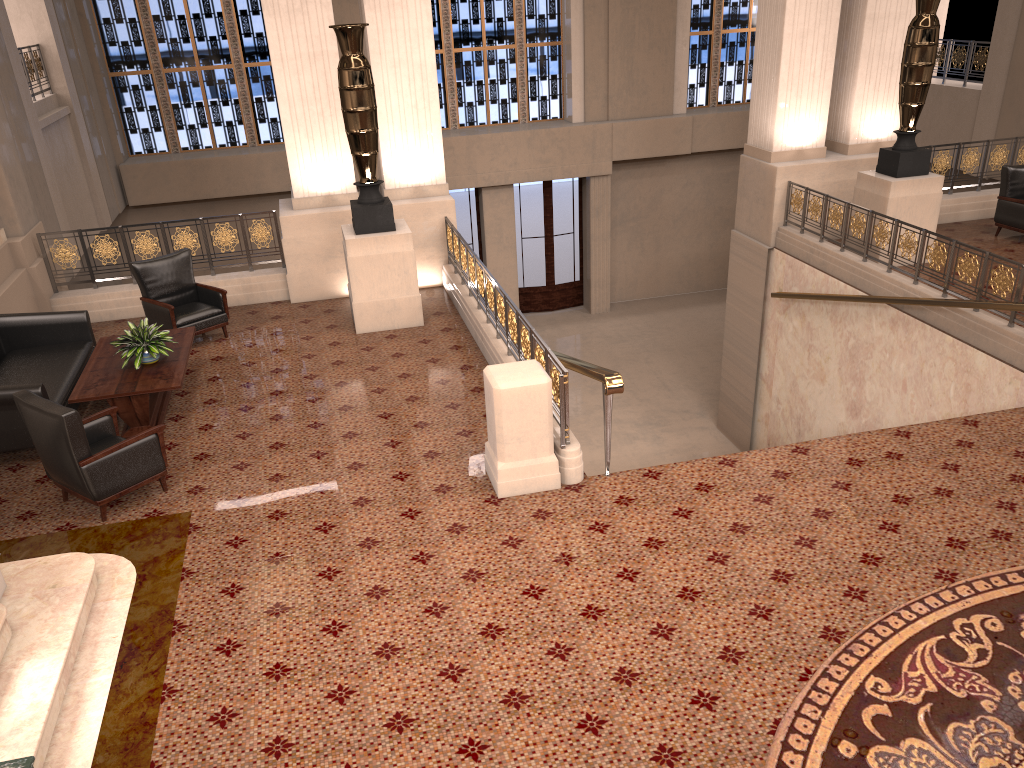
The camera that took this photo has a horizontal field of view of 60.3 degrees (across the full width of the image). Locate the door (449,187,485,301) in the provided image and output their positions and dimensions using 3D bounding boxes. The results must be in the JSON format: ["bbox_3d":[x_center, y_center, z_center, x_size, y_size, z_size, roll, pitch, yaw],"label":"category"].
[{"bbox_3d":[-1.290,-2.527,17.453,1.487,2.858,0.148,-8,28,-10],"label":"door"}]

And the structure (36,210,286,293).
[{"bbox_3d":[-3.877,-1.486,9.863,2.527,0.687,0.031,-8,28,-10],"label":"structure"}]

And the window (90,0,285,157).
[{"bbox_3d":[-5.536,-6.745,14.709,2.978,5.622,0.066,-8,28,-10],"label":"window"}]

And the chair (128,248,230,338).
[{"bbox_3d":[-3.333,-0.848,8.918,0.703,0.886,0.630,20,35,38],"label":"chair"}]

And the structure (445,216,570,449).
[{"bbox_3d":[-0.176,-0.729,7.999,0.079,0.564,4.723,-9,25,-11],"label":"structure"}]

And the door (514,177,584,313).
[{"bbox_3d":[0.740,-2.809,17.818,1.487,2.858,0.148,-8,28,-10],"label":"door"}]

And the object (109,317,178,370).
[{"bbox_3d":[-3.050,-0.354,7.263,0.500,0.395,0.502,6,27,19],"label":"object"}]

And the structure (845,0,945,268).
[{"bbox_3d":[4.363,-2.779,9.730,0.698,2.926,0.669,-9,28,-10],"label":"structure"}]

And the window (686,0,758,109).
[{"bbox_3d":[4.559,-8.149,16.524,2.978,5.622,0.066,-8,28,-10],"label":"window"}]

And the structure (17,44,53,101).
[{"bbox_3d":[-6.475,-4.125,11.772,0.031,0.701,2.062,-9,25,-11],"label":"structure"}]

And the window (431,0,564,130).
[{"bbox_3d":[-0.574,-7.435,15.601,2.978,5.622,0.066,-8,28,-10],"label":"window"}]

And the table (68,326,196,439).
[{"bbox_3d":[-3.153,-0.006,7.545,0.836,0.457,1.412,-8,25,-11],"label":"table"}]

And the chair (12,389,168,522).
[{"bbox_3d":[-2.858,0.414,6.072,0.638,0.886,0.695,16,33,34],"label":"chair"}]

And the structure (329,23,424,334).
[{"bbox_3d":[-1.402,-1.978,8.694,0.698,2.926,0.669,-9,28,-10],"label":"structure"}]

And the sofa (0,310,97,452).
[{"bbox_3d":[-4.054,-0.007,7.321,0.872,0.742,1.839,-9,25,-11],"label":"sofa"}]

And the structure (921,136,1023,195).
[{"bbox_3d":[6.277,-2.898,11.689,2.527,0.687,0.031,-8,28,-10],"label":"structure"}]

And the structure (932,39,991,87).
[{"bbox_3d":[7.211,-5.335,14.593,0.031,0.701,2.062,-9,25,-11],"label":"structure"}]

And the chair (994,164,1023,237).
[{"bbox_3d":[6.325,-2.193,10.658,0.644,0.886,0.688,-11,28,-15],"label":"chair"}]

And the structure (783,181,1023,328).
[{"bbox_3d":[3.940,-1.301,8.739,0.079,0.564,4.725,-9,25,-12],"label":"structure"}]
